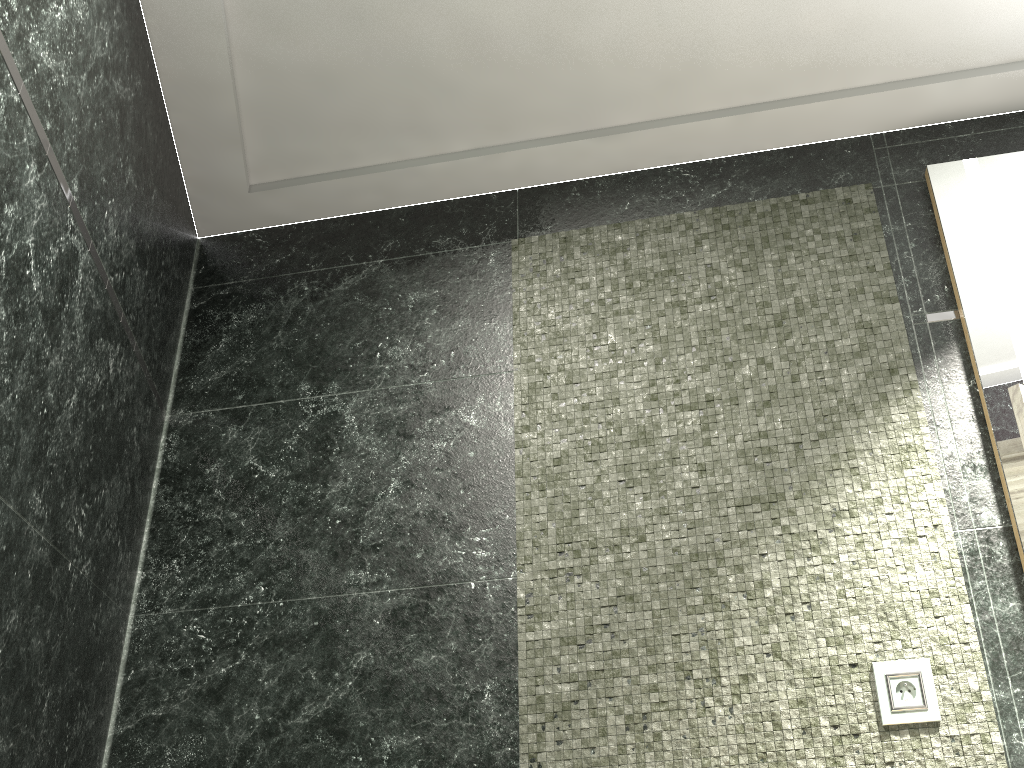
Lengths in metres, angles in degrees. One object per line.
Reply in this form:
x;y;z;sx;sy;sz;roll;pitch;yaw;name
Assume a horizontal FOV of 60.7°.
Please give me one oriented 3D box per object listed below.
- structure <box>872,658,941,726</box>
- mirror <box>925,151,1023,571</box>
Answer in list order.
0.852;0.665;1.890;0.121;0.128;0.017;-5;-25;8;structure
1.469;0.083;2.034;0.665;1.577;0.043;-4;-25;8;mirror
